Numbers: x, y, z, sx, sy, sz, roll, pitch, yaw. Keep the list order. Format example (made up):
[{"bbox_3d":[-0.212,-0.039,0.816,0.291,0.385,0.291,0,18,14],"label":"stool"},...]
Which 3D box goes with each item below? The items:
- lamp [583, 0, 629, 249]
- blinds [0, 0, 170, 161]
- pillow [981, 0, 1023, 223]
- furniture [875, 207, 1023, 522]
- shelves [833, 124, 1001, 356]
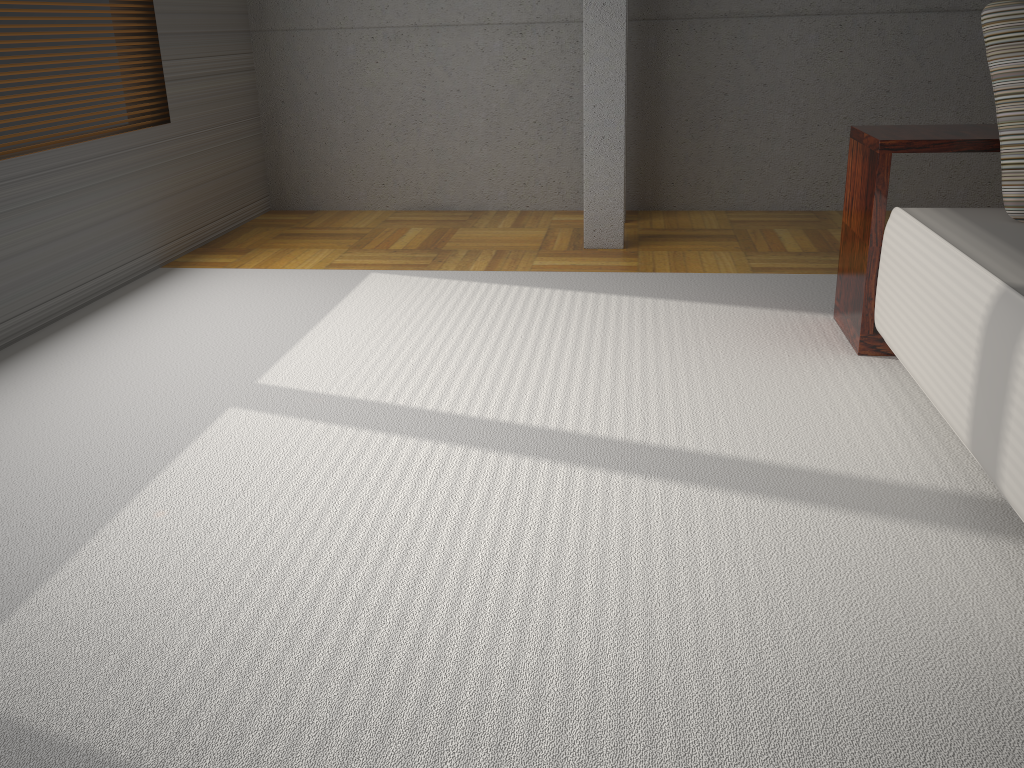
[{"bbox_3d":[0.492,-1.616,4.560,0.200,1.651,0.817,1,20,8],"label":"lamp"},{"bbox_3d":[-2.010,-1.561,2.714,0.012,1.995,3.621,1,22,8],"label":"blinds"},{"bbox_3d":[1.806,-0.789,2.525,0.801,0.595,0.502,1,20,7],"label":"pillow"},{"bbox_3d":[2.148,0.002,1.989,2.169,0.510,1.654,1,22,8],"label":"furniture"},{"bbox_3d":[2.293,-0.473,2.891,2.251,0.699,0.410,2,20,8],"label":"shelves"}]
